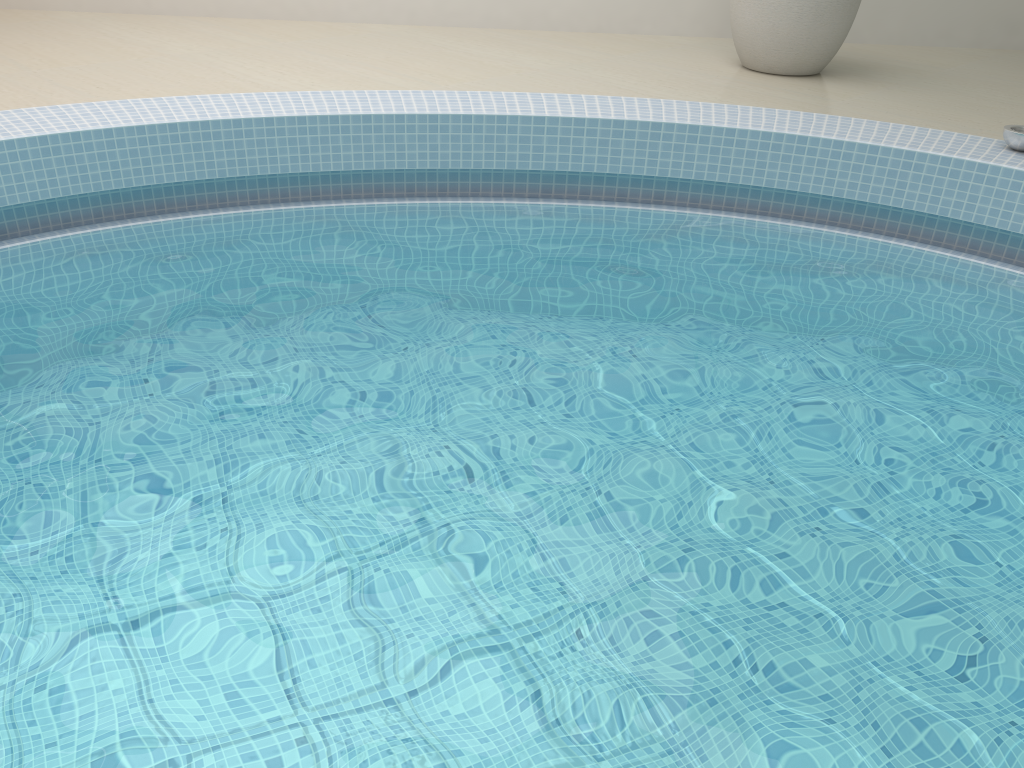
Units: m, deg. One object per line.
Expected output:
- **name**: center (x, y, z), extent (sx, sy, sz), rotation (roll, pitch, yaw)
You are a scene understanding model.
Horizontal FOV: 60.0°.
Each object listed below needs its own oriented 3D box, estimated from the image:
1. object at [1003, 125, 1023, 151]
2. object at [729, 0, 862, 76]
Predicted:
- **object**: center (1.739, -0.830, 3.018), extent (0.140, 0.069, 0.140), rotation (-16, 35, -28)
- **object**: center (1.614, -2.851, 3.741), extent (2.979, 2.960, 2.729), rotation (-19, 37, -32)
